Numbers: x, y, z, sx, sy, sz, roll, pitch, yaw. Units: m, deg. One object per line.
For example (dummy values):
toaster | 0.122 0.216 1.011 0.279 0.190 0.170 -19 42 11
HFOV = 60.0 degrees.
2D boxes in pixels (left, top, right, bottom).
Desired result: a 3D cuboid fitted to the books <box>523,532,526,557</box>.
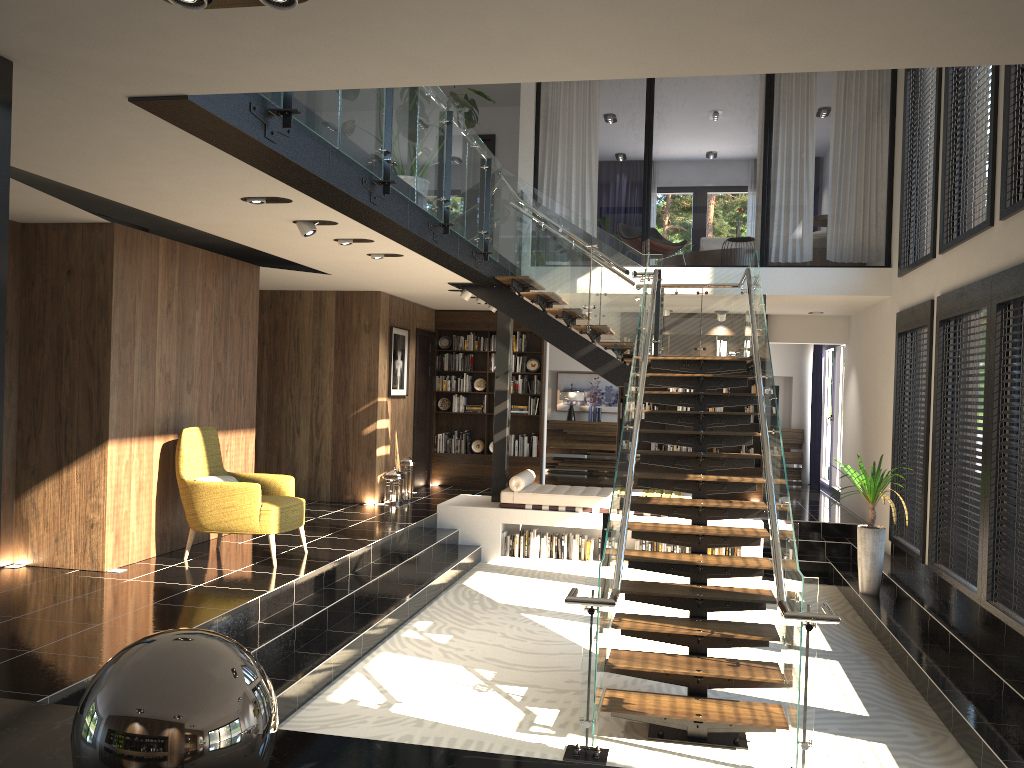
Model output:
books | 0.164 1.913 10.564 0.028 0.279 0.120 2 0 11

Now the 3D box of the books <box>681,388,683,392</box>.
books | 2.495 0.113 12.986 0.026 0.201 0.146 2 0 11

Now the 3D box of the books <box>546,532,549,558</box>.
books | 0.422 1.912 10.547 0.020 0.295 0.102 2 0 11

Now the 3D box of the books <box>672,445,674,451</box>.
books | 2.363 1.022 12.998 0.025 0.274 0.150 2 0 11

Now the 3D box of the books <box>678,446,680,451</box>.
books | 2.444 1.022 12.979 0.031 0.280 0.141 2 0 11

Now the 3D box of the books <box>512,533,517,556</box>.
books | 0.030 1.920 10.604 0.030 0.256 0.145 2 0 11

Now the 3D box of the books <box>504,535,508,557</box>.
books | -0.059 1.931 10.587 0.024 0.229 0.171 2 0 11

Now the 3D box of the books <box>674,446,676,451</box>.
books | 2.385 1.022 12.968 0.030 0.276 0.160 2 0 11

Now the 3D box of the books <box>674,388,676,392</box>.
books | 2.388 0.112 12.991 0.024 0.197 0.174 2 0 11

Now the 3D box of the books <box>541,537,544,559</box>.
books | 0.369 1.938 10.520 0.029 0.240 0.165 2 0 11

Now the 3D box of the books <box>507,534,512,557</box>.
books | -0.033 1.926 10.585 0.027 0.241 0.150 2 0 11

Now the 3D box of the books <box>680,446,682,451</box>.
books | 2.475 1.014 12.971 0.032 0.298 0.169 2 0 11

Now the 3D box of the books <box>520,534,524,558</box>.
books | 0.131 1.924 10.538 0.027 0.254 0.204 2 0 11

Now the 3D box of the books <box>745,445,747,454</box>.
books | 3.361 1.033 12.786 0.027 0.311 0.149 2 0 11

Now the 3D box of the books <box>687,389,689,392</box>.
books | 2.567 0.100 12.944 0.028 0.231 0.167 2 0 11

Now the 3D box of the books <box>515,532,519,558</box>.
books | 0.074 1.913 10.558 0.035 0.273 0.200 2 0 11

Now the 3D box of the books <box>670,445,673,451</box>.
books | 2.333 1.027 12.986 0.030 0.262 0.173 2 0 11

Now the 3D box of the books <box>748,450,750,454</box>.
books | 3.408 1.073 12.784 0.022 0.234 0.178 2 0 11

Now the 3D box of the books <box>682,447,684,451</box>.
books | 2.498 1.036 12.942 0.025 0.255 0.202 2 0 11

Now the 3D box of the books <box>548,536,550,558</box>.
books | 0.451 1.939 10.588 0.026 0.247 0.149 2 0 11

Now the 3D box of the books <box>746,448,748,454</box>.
books | 3.387 1.056 12.791 0.023 0.267 0.147 2 0 11

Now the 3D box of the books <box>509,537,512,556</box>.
books | -0.001 1.942 10.607 0.029 0.211 0.130 2 0 11

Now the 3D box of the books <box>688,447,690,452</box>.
books | 2.583 1.039 12.939 0.034 0.255 0.194 2 0 11

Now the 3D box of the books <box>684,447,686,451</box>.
books | 2.530 1.012 12.955 0.032 0.306 0.155 2 0 11

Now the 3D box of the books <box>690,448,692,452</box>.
books | 2.614 1.042 12.935 0.029 0.250 0.142 2 0 11

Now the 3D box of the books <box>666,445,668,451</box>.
books | 2.276 1.025 13.022 0.026 0.263 0.156 2 0 11

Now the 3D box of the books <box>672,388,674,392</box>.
books | 2.365 0.129 13.009 0.027 0.162 0.125 2 0 11

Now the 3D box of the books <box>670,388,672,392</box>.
books | 2.338 0.073 13.014 0.031 0.272 0.158 2 0 11

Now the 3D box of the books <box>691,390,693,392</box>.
books | 2.628 0.132 12.955 0.047 0.171 0.167 2 0 11

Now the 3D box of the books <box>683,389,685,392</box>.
books | 2.517 0.111 12.979 0.020 0.206 0.147 2 0 11

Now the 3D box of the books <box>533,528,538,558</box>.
books | 0.285 1.887 10.530 0.051 0.338 0.187 2 0 11

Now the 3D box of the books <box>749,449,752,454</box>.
books | 3.428 1.064 12.771 0.023 0.254 0.191 2 0 11

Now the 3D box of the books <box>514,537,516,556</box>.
books | 0.053 1.936 10.593 0.020 0.225 0.156 2 0 11

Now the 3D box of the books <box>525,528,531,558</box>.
books | 0.187 1.892 10.531 0.030 0.322 0.202 2 0 11

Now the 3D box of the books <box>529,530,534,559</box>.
books | 0.243 1.900 10.518 0.028 0.309 0.211 2 0 11

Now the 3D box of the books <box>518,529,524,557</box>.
books | 0.111 1.894 10.578 0.029 0.314 0.163 2 0 11

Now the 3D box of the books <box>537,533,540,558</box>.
books | 0.321 1.916 10.522 0.025 0.282 0.149 2 0 11

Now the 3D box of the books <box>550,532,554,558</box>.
books | 0.476 1.920 10.581 0.025 0.285 0.137 2 0 11

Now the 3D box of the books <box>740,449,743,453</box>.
books | 3.305 1.064 12.793 0.026 0.247 0.149 2 0 11

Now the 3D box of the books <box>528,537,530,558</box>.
books | 0.219 1.935 10.548 0.029 0.237 0.146 2 0 11

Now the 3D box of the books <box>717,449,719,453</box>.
books | 2.984 1.059 12.851 0.026 0.238 0.159 2 0 11

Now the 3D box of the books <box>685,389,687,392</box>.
books | 2.540 0.093 12.961 0.030 0.244 0.142 2 0 11

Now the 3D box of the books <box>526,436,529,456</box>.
books | 0.229 0.945 13.440 0.011 0.300 0.154 2 0 11

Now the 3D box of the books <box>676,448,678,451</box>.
books | 2.414 1.054 12.974 0.025 0.214 0.170 2 0 11

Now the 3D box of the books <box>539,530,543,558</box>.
books | 0.346 1.901 10.527 0.021 0.313 0.139 2 0 11

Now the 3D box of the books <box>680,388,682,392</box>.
books | 2.466 0.084 12.970 0.028 0.258 0.208 2 0 11

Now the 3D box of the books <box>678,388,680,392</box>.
books | 2.440 0.092 12.981 0.027 0.239 0.153 2 0 11

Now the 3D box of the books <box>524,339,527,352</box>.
books | 0.210 -0.581 13.481 0.022 0.195 0.135 2 0 11

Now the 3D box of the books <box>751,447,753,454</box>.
books | 3.451 1.054 12.760 0.025 0.274 0.204 2 0 11

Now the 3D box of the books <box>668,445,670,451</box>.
books | 2.300 1.001 12.982 0.035 0.312 0.160 2 0 11

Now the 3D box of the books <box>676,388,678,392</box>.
books | 2.412 0.097 12.978 0.027 0.228 0.208 2 0 11

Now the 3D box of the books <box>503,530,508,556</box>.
books | -0.079 1.902 10.606 0.024 0.286 0.130 2 0 11

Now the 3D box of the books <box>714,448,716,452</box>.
books | 2.939 1.045 12.882 0.024 0.264 0.174 2 0 11

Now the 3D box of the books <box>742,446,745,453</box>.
books | 3.333 1.025 12.790 0.030 0.326 0.195 2 0 11

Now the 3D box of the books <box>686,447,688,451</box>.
books | 2.553 1.042 12.938 0.023 0.246 0.149 2 0 11

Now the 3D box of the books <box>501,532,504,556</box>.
books | -0.100 1.909 10.626 0.025 0.270 0.156 2 0 11

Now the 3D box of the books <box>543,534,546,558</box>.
books | 0.397 1.924 10.529 0.021 0.270 0.148 2 0 11
